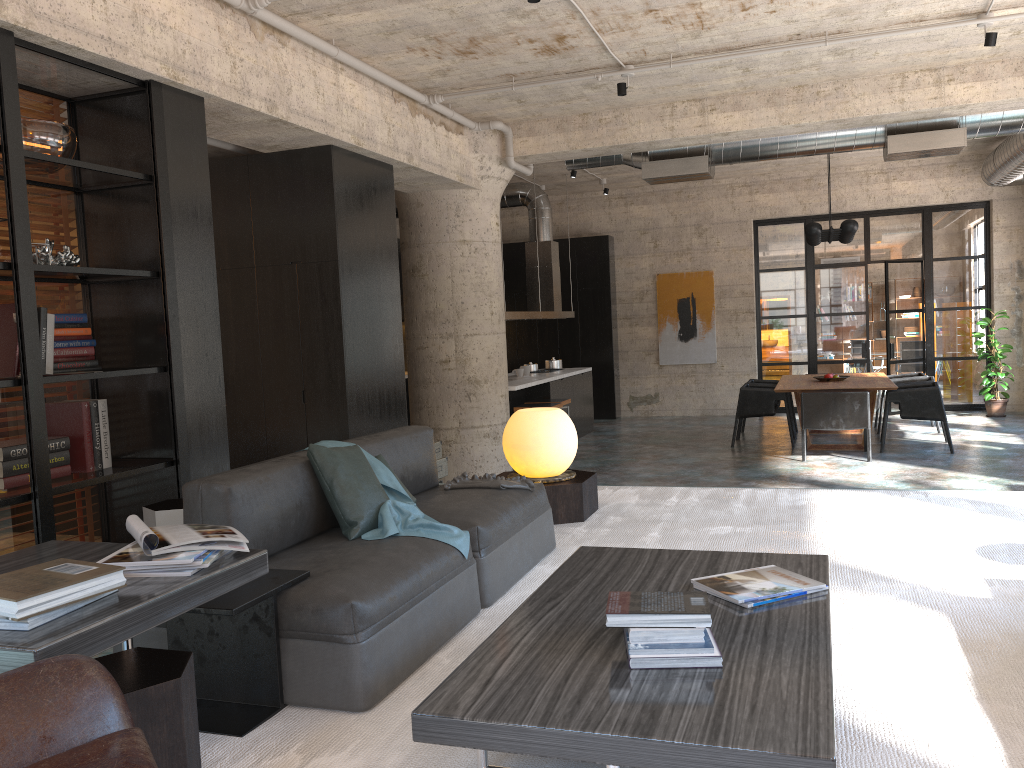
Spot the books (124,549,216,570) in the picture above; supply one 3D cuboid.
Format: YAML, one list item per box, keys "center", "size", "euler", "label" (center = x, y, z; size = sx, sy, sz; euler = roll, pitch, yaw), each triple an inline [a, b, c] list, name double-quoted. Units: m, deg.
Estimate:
- center: [-0.947, 0.463, 2.458]
  size: [0.252, 0.011, 0.318]
  euler: [-3, 4, -4]
  label: "books"

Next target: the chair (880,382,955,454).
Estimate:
- center: [4.598, 0.371, 10.095]
  size: [0.754, 0.738, 0.707]
  euler: [-1, 4, 24]
  label: "chair"

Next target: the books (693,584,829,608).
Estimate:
- center: [0.772, 0.631, 2.761]
  size: [0.318, 0.011, 0.252]
  euler: [-5, 4, -26]
  label: "books"

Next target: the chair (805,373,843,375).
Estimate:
- center: [4.435, 0.233, 12.305]
  size: [0.707, 0.738, 0.754]
  euler: [-2, 4, 19]
  label: "chair"

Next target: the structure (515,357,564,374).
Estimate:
- center: [0.414, -0.275, 12.744]
  size: [0.506, 0.187, 0.833]
  euler: [-2, 4, 19]
  label: "structure"

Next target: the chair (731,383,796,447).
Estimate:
- center: [3.148, 0.375, 11.114]
  size: [0.754, 0.738, 0.707]
  euler: [-2, 4, 19]
  label: "chair"

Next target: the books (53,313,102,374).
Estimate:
- center: [-2.390, -0.209, 4.610]
  size: [0.303, 0.303, 0.378]
  euler: [-1, 4, 21]
  label: "books"

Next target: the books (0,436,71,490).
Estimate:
- center: [-2.415, 0.381, 4.329]
  size: [0.274, 0.197, 0.393]
  euler: [-2, 4, 19]
  label: "books"

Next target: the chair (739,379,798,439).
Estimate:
- center: [3.396, 0.317, 11.802]
  size: [0.754, 0.738, 0.707]
  euler: [-2, 4, 19]
  label: "chair"

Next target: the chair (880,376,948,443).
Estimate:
- center: [4.922, 0.303, 10.874]
  size: [0.754, 0.738, 0.707]
  euler: [-1, 4, 24]
  label: "chair"

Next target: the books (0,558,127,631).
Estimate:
- center: [-1.093, 0.485, 2.064]
  size: [0.278, 0.075, 0.320]
  euler: [-1, 4, 24]
  label: "books"

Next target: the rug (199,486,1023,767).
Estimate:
- center: [0.468, 0.993, 2.264]
  size: [2.954, 0.032, 7.768]
  euler: [-2, 4, 19]
  label: "rug"

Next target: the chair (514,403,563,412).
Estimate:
- center: [0.322, 0.590, 10.254]
  size: [0.450, 0.698, 0.450]
  euler: [-2, 4, 19]
  label: "chair"

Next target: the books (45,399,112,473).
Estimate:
- center: [-2.281, 0.270, 4.644]
  size: [0.277, 0.362, 0.191]
  euler: [-2, 4, 14]
  label: "books"

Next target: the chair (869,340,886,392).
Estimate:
- center: [6.827, -0.343, 17.143]
  size: [0.684, 1.015, 0.653]
  euler: [-6, 5, -37]
  label: "chair"

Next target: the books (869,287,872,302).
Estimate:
- center: [7.842, -1.963, 19.406]
  size: [0.055, 0.326, 0.255]
  euler: [-2, 4, 19]
  label: "books"

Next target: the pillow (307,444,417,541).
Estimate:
- center: [-0.579, 0.413, 3.721]
  size: [0.320, 0.393, 0.670]
  euler: [-1, 4, 26]
  label: "pillow"

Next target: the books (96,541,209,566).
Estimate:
- center: [-0.952, 0.453, 2.450]
  size: [0.252, 0.011, 0.318]
  euler: [-3, 4, 1]
  label: "books"

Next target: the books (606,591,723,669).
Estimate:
- center: [0.384, 0.627, 2.326]
  size: [0.279, 0.116, 0.322]
  euler: [-3, 4, 4]
  label: "books"

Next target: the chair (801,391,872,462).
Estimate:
- center: [3.582, 0.438, 9.831]
  size: [0.707, 0.738, 0.754]
  euler: [-2, 4, 19]
  label: "chair"

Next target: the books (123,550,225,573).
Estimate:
- center: [-0.933, 0.472, 2.472]
  size: [0.252, 0.011, 0.318]
  euler: [-3, 4, -4]
  label: "books"

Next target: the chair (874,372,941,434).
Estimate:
- center: [5.163, 0.242, 11.626]
  size: [0.754, 0.738, 0.707]
  euler: [-2, 4, 19]
  label: "chair"

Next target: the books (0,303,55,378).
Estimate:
- center: [-2.387, -0.213, 4.304]
  size: [0.216, 0.354, 0.256]
  euler: [-2, 4, 19]
  label: "books"

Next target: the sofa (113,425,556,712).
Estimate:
- center: [-0.590, 0.605, 3.822]
  size: [1.019, 0.680, 2.063]
  euler: [-1, 4, 19]
  label: "sofa"

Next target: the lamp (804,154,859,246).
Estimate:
- center: [3.865, -2.410, 10.802]
  size: [0.583, 1.327, 1.813]
  euler: [-2, 4, 19]
  label: "lamp"

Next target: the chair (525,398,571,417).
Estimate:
- center: [0.454, 0.549, 10.781]
  size: [0.450, 0.698, 0.450]
  euler: [-2, 4, 19]
  label: "chair"

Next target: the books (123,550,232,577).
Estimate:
- center: [-0.937, 0.484, 2.457]
  size: [0.252, 0.011, 0.318]
  euler: [-2, 4, 6]
  label: "books"

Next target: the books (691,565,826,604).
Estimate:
- center: [0.763, 0.621, 2.762]
  size: [0.318, 0.011, 0.252]
  euler: [-4, 4, -21]
  label: "books"

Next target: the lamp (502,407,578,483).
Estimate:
- center: [0.173, 0.363, 5.437]
  size: [0.462, 0.417, 0.462]
  euler: [-6, 5, -42]
  label: "lamp"

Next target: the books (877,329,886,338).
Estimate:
- center: [8.092, -1.094, 19.334]
  size: [0.249, 0.218, 0.204]
  euler: [-2, 4, 19]
  label: "books"

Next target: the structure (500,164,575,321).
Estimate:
- center: [0.111, -1.895, 11.700]
  size: [0.538, 2.100, 3.117]
  euler: [-2, 4, 19]
  label: "structure"

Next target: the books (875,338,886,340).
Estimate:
- center: [8.096, -0.988, 19.342]
  size: [0.335, 0.033, 0.284]
  euler: [-2, 4, 19]
  label: "books"

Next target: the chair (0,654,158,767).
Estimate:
- center: [-1.012, 0.665, 1.290]
  size: [0.975, 0.940, 0.820]
  euler: [-5, 4, -31]
  label: "chair"

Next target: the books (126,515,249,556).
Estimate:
- center: [-0.928, 0.434, 2.525]
  size: [0.273, 0.109, 0.322]
  euler: [-5, 4, -31]
  label: "books"
